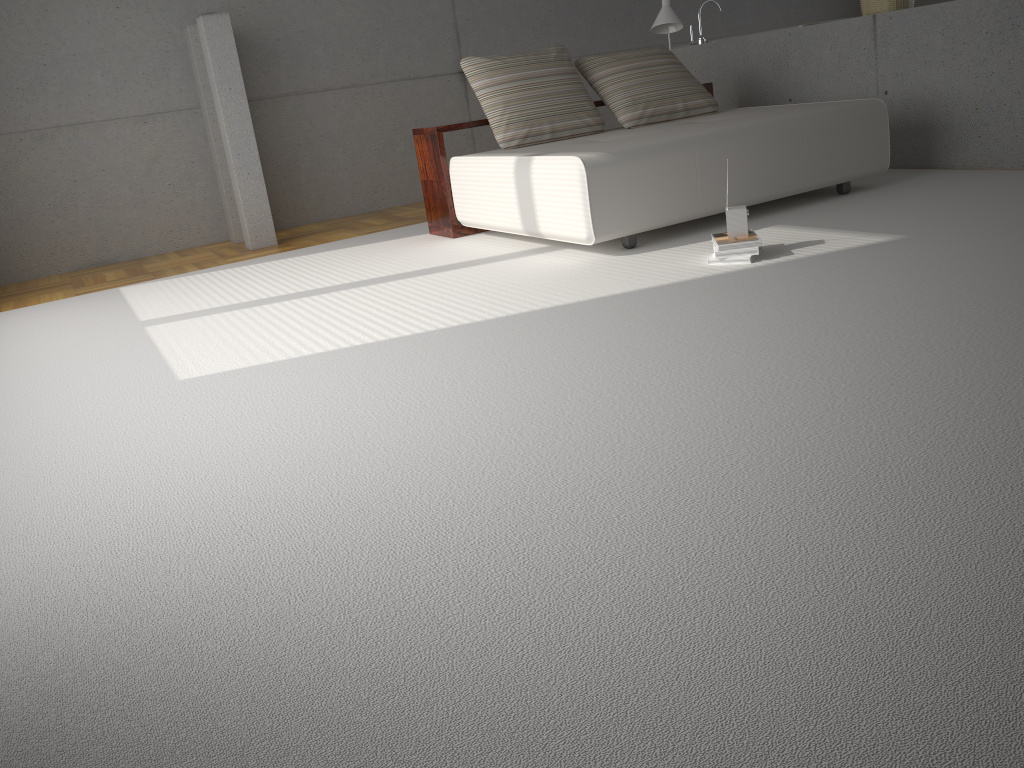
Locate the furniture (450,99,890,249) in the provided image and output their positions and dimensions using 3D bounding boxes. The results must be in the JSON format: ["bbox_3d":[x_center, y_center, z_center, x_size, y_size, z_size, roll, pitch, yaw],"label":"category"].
[{"bbox_3d":[0.925,-1.313,5.454,2.187,0.512,1.632,-17,20,-25],"label":"furniture"}]

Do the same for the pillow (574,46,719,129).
[{"bbox_3d":[0.929,-2.045,6.074,0.813,0.507,0.585,-16,18,-24],"label":"pillow"}]

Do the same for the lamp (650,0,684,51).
[{"bbox_3d":[1.183,-2.562,6.569,0.245,0.686,0.328,6,21,43],"label":"lamp"}]

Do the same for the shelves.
[{"bbox_3d":[0.457,-1.629,6.301,2.270,0.702,0.405,-17,18,-25],"label":"shelves"}]

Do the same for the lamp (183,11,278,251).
[{"bbox_3d":[-2.150,-1.898,6.740,0.202,1.659,0.807,-15,17,-25],"label":"lamp"}]

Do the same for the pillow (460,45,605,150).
[{"bbox_3d":[0.153,-1.871,5.739,0.808,0.598,0.496,-17,18,-26],"label":"pillow"}]

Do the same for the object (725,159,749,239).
[{"bbox_3d":[0.985,-0.823,3.904,0.090,0.359,0.189,-5,16,14],"label":"object"}]

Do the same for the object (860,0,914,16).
[{"bbox_3d":[2.593,-2.802,6.135,0.374,0.433,0.335,-22,21,-39],"label":"object"}]

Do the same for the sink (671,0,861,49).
[{"bbox_3d":[2.005,-2.965,7.326,0.772,0.529,1.724,-16,20,-24],"label":"sink"}]

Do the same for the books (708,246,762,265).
[{"bbox_3d":[1.015,-0.589,4.009,0.189,0.031,0.270,1,21,27],"label":"books"}]

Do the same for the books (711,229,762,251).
[{"bbox_3d":[1.011,-0.651,3.998,0.189,0.031,0.270,-6,18,8],"label":"books"}]

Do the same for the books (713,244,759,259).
[{"bbox_3d":[1.010,-0.619,4.001,0.189,0.031,0.270,-4,19,13],"label":"books"}]
